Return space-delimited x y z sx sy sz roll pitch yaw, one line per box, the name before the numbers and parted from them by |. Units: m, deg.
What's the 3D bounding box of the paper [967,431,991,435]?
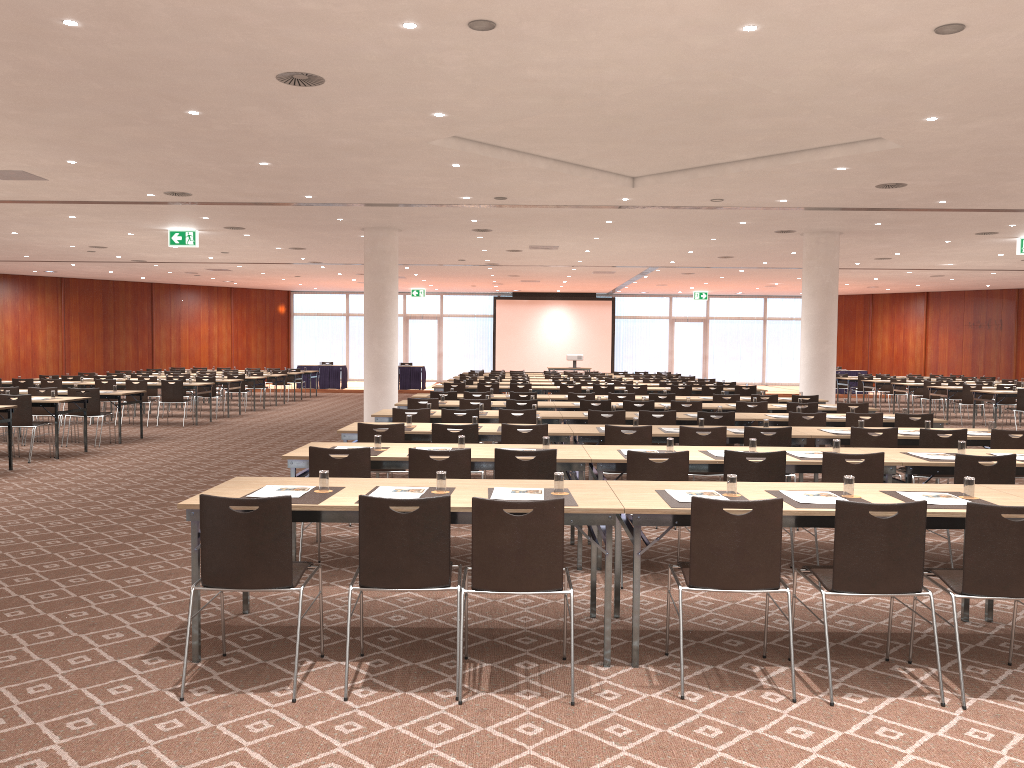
paper | 4.607 0.486 8.852 0.283 0.006 0.398 0 2 -2

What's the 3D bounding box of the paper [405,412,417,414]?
paper | -1.212 0.348 10.882 0.283 0.006 0.398 1 2 1

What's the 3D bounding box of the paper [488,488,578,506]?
paper | 0.101 0.611 4.811 0.460 0.003 0.565 0 2 -2

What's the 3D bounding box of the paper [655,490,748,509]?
paper | 1.044 0.621 4.791 0.460 0.003 0.565 1 2 1

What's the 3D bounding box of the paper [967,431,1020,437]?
paper | 4.673 0.493 8.798 0.460 0.003 0.565 1 2 3

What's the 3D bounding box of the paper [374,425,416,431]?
paper | -1.201 0.436 8.798 0.460 0.003 0.565 1 2 -1

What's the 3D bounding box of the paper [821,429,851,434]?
paper | 3.286 0.473 8.862 0.283 0.006 0.398 1 2 1

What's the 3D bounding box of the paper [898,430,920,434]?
paper | 3.954 0.480 8.844 0.283 0.006 0.398 0 2 -3

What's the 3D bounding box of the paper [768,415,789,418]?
paper | 3.305 0.392 10.850 0.283 0.006 0.398 1 2 -1

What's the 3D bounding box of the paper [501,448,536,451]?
paper | 0.041 0.523 6.869 0.283 0.006 0.398 1 2 2

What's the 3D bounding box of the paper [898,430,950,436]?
paper | 4.005 0.487 8.791 0.460 0.003 0.565 1 2 1

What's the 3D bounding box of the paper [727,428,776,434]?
paper | 2.396 0.470 8.811 0.460 0.003 0.565 1 2 3

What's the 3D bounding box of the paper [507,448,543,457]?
paper | 0.116 0.529 6.835 0.460 0.003 0.565 1 2 3

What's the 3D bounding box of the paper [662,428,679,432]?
paper | 1.666 0.457 8.866 0.283 0.006 0.398 1 2 0

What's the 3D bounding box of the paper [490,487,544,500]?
paper | 0.034 0.603 4.889 0.283 0.006 0.398 1 2 2

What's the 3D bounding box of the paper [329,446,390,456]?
paper | -1.216 0.516 6.835 0.460 0.003 0.565 1 2 2

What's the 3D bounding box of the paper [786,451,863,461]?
paper | 2.359 0.552 6.810 0.460 0.003 0.565 1 2 0

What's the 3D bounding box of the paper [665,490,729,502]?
paper | 1.018 0.614 4.870 0.283 0.006 0.398 0 2 -1

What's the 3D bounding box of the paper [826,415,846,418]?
paper | 3.949 0.399 10.844 0.283 0.006 0.398 0 2 -2

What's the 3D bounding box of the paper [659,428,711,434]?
paper | 1.716 0.464 8.822 0.460 0.003 0.565 1 2 2

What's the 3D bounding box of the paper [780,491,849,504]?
paper | 1.664 0.620 4.868 0.283 0.006 0.398 1 2 1

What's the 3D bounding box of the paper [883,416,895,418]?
paper | 4.617 0.404 10.865 0.283 0.006 0.398 1 2 2

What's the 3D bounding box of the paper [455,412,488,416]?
paper | -0.533 0.361 10.816 0.460 0.003 0.565 1 2 1

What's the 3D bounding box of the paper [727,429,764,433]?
paper | 2.312 0.464 8.847 0.283 0.006 0.398 1 2 -1

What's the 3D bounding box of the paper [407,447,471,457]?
paper | -0.553 0.523 6.823 0.460 0.003 0.565 1 2 -1

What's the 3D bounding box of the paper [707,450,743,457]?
paper | 1.689 0.539 6.874 0.283 0.006 0.398 1 2 1

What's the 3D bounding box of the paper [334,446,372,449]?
paper | -1.259 0.509 6.903 0.283 0.006 0.398 1 2 2

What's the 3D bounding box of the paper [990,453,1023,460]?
paper | 3.936 0.561 6.846 0.283 0.006 0.398 1 2 1

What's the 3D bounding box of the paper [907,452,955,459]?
paper | 3.281 0.555 6.852 0.283 0.006 0.398 1 2 0

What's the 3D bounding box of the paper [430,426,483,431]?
paper | -0.545 0.441 8.843 0.460 0.003 0.565 1 2 3

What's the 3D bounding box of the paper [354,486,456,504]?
paper | -0.566 0.604 4.825 0.460 0.003 0.565 1 2 3

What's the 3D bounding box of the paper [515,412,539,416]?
paper | 0.096 0.367 10.808 0.460 0.003 0.565 1 2 0

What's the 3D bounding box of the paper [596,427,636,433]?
paper | 1.082 0.458 8.805 0.460 0.003 0.565 1 2 2

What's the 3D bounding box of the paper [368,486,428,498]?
paper | -0.627 0.597 4.889 0.283 0.006 0.398 1 2 3

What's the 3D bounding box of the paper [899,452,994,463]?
paper | 3.318 0.561 6.801 0.460 0.003 0.565 1 2 2

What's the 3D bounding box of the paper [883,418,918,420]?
paper | 4.641 0.412 10.771 0.460 0.003 0.565 0 2 -1

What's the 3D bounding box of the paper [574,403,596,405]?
paper | 1.055 0.289 12.870 0.283 0.006 0.398 0 2 -2

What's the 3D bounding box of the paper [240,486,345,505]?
paper | -1.199 0.599 4.808 0.460 0.003 0.565 1 2 4

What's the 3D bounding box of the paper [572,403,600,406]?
paper | 1.115 0.296 12.787 0.460 0.003 0.565 0 2 -3

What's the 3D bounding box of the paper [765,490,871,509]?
paper | 1.683 0.626 4.819 0.460 0.003 0.565 1 2 0

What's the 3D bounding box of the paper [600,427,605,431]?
paper | 1.039 0.451 8.885 0.283 0.006 0.398 1 2 0

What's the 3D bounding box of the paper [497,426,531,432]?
paper | 0.089 0.448 8.815 0.460 0.003 0.565 1 2 1

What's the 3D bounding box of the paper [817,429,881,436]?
paper | 3.352 0.480 8.795 0.460 0.003 0.565 1 2 0

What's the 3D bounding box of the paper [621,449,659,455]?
paper | 1.003 0.532 6.884 0.283 0.006 0.398 1 2 1

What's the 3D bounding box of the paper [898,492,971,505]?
paper | 2.326 0.626 4.869 0.283 0.006 0.398 1 2 3

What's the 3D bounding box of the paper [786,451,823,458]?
paper | 2.316 0.545 6.874 0.283 0.006 0.398 1 2 0

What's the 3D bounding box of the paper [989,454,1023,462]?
paper | 4.004 0.569 6.779 0.460 0.003 0.565 1 2 0

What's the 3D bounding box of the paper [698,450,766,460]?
paper | 1.719 0.546 6.803 0.460 0.003 0.565 1 2 -1

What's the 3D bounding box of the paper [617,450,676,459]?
paper | 1.065 0.539 6.800 0.460 0.003 0.565 1 2 0

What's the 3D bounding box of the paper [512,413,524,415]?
paper | 0.057 0.361 10.854 0.283 0.006 0.398 1 2 1

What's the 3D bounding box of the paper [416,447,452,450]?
paper | -0.622 0.515 6.898 0.283 0.006 0.398 1 2 1

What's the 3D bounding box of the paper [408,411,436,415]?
paper | -1.174 0.355 10.811 0.460 0.003 0.565 1 2 0

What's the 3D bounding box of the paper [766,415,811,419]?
paper | 3.375 0.399 10.799 0.460 0.003 0.565 1 2 0

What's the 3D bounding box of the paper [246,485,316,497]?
paper | -1.267 0.591 4.894 0.283 0.006 0.398 1 2 1

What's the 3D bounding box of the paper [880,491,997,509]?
paper | 2.342 0.632 4.837 0.460 0.003 0.565 1 2 2
